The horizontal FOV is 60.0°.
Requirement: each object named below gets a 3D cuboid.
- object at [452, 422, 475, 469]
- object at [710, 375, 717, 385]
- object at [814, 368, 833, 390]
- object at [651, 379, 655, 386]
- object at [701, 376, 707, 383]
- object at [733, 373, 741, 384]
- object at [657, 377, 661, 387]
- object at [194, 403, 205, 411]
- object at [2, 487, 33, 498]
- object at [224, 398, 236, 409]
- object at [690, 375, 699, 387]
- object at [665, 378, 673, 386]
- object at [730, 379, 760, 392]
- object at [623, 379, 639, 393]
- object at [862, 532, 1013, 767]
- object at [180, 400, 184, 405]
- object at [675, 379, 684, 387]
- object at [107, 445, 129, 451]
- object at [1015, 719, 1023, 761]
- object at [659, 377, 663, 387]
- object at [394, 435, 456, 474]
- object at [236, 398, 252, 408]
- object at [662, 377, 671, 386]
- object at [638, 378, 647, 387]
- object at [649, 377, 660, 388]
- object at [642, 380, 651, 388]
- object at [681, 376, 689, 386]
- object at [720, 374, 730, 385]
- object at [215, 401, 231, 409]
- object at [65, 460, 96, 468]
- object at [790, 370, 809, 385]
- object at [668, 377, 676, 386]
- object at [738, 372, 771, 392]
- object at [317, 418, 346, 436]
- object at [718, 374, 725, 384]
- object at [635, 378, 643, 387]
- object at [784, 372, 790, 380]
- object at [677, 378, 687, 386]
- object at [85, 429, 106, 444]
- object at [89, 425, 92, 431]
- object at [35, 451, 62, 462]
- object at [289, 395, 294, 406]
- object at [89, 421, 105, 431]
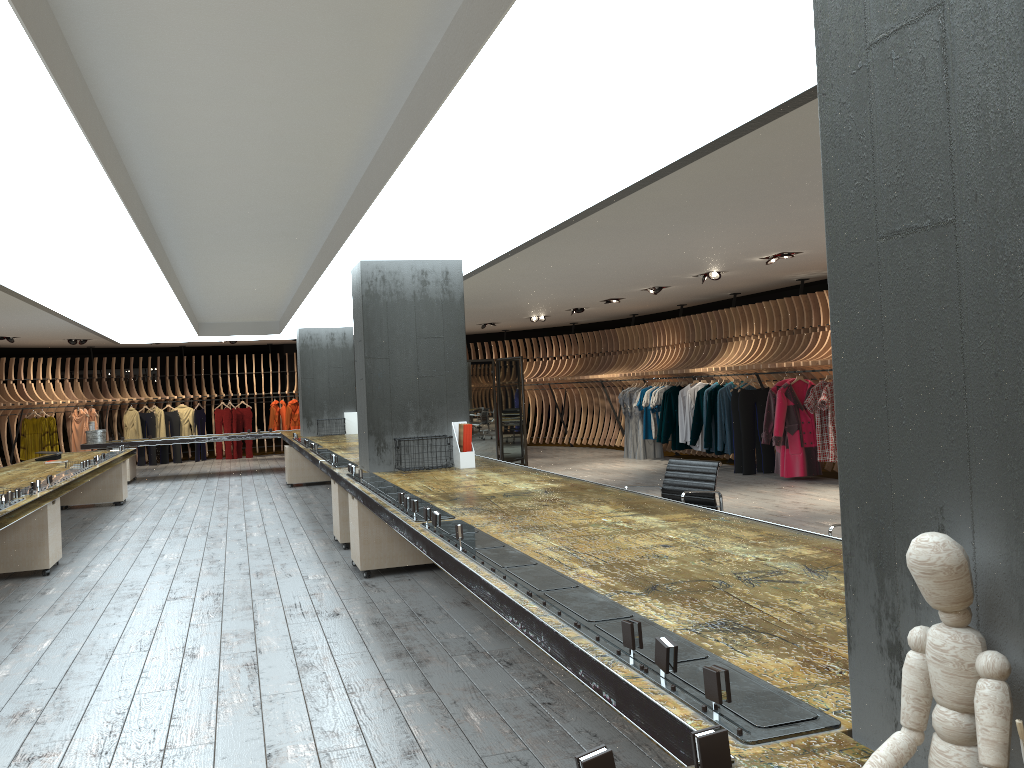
[{"bbox_3d":[-0.415,0.518,7.574,0.129,0.383,0.239,-2,-1,-17],"label":"object"},{"bbox_3d":[3.135,-0.011,13.731,0.525,0.270,0.012,-3,-1,-12],"label":"object"},{"bbox_3d":[3.965,-0.060,11.059,0.525,0.270,0.012,-3,-1,-17],"label":"object"},{"bbox_3d":[2.528,0.024,15.693,0.525,0.270,0.012,-3,-1,8],"label":"object"},{"bbox_3d":[3.039,-0.011,14.050,0.525,0.270,0.012,-3,-1,-17],"label":"object"},{"bbox_3d":[3.324,-0.024,13.121,0.525,0.270,0.012,-3,-1,-7],"label":"object"},{"bbox_3d":[2.590,0.020,15.460,0.525,0.270,0.012,-3,-1,-12],"label":"object"},{"bbox_3d":[-7.370,0.501,20.888,0.012,0.270,0.525,-3,0,8],"label":"object"},{"bbox_3d":[-3.788,0.830,6.685,0.302,0.074,0.216,-3,0,-23],"label":"object"},{"bbox_3d":[-6.740,0.474,21.189,0.525,0.270,0.012,-3,-1,43],"label":"object"},{"bbox_3d":[2.968,-0.007,14.273,0.525,0.270,0.012,-3,-1,-12],"label":"object"},{"bbox_3d":[2.681,0.012,15.168,0.525,0.270,0.012,-2,-1,-32],"label":"object"},{"bbox_3d":[3.419,-0.027,12.838,0.525,0.270,0.012,-3,-1,8],"label":"object"},{"bbox_3d":[2.285,0.036,16.414,0.525,0.270,0.012,-3,-1,-2],"label":"object"},{"bbox_3d":[0.504,0.441,1.248,0.431,0.429,0.195,-2,-1,-22],"label":"object"},{"bbox_3d":[-7.698,0.518,20.701,0.525,0.270,0.012,-3,-1,8],"label":"object"},{"bbox_3d":[2.793,0.011,14.829,0.525,0.270,0.012,-3,-1,-17],"label":"object"},{"bbox_3d":[-5.765,0.940,12.976,0.302,0.074,0.216,-3,0,-23],"label":"object"},{"bbox_3d":[0.640,0.520,1.082,0.084,0.240,0.009,-2,-1,-40],"label":"object"},{"bbox_3d":[2.639,0.024,15.384,0.523,0.291,0.013,-3,-1,-22],"label":"object"},{"bbox_3d":[-0.735,0.584,7.412,0.459,0.290,0.329,-3,-1,-20],"label":"object"},{"bbox_3d":[-6.471,0.462,21.293,0.525,0.270,0.012,-3,-1,23],"label":"object"},{"bbox_3d":[2.661,0.024,15.281,0.524,0.285,0.013,-3,-1,-22],"label":"object"},{"bbox_3d":[2.369,0.031,16.146,0.525,0.270,0.012,-3,-1,-2],"label":"object"},{"bbox_3d":[2.532,0.030,15.554,0.523,0.289,0.015,-3,-1,-7],"label":"object"},{"bbox_3d":[2.439,0.028,15.986,0.525,0.270,0.012,-2,-1,-32],"label":"object"},{"bbox_3d":[2.854,0.008,14.629,0.525,0.270,0.012,-3,-1,-12],"label":"object"},{"bbox_3d":[3.243,-0.017,13.435,0.525,0.270,0.012,-3,-1,-17],"label":"object"},{"bbox_3d":[-6.895,0.481,21.127,0.525,0.270,0.012,-3,-1,28],"label":"object"},{"bbox_3d":[-4.748,0.882,9.756,0.302,0.071,0.209,-3,0,-23],"label":"object"},{"bbox_3d":[3.792,-0.049,11.684,0.525,0.270,0.012,-3,-1,-7],"label":"object"},{"bbox_3d":[2.718,0.020,14.999,0.524,0.284,0.014,-3,-1,-7],"label":"object"},{"bbox_3d":[3.463,-0.029,12.663,0.525,0.270,0.012,-3,-1,-12],"label":"object"},{"bbox_3d":[-2.947,0.707,14.473,0.459,0.290,0.329,-3,-1,-15],"label":"object"},{"bbox_3d":[3.192,-0.016,13.535,0.525,0.270,0.012,-3,-1,-17],"label":"object"},{"bbox_3d":[2.321,0.034,16.274,0.525,0.270,0.012,-3,-1,-27],"label":"object"},{"bbox_3d":[3.698,-0.044,11.912,0.525,0.270,0.012,-3,-1,-17],"label":"object"},{"bbox_3d":[2.830,0.009,14.754,0.525,0.270,0.012,-3,-1,-17],"label":"object"},{"bbox_3d":[-7.422,0.945,15.823,0.303,0.239,0.497,-3,0,-17],"label":"object"},{"bbox_3d":[-7.450,0.772,15.672,0.062,0.109,0.062,-3,-1,39],"label":"object"},{"bbox_3d":[-5.919,0.917,11.332,0.261,0.111,0.372,-3,0,-17],"label":"object"},{"bbox_3d":[-5.316,0.409,21.604,0.012,0.270,0.525,-3,0,13],"label":"object"},{"bbox_3d":[-7.378,0.763,15.786,0.262,0.204,0.088,-3,-1,-19],"label":"object"}]
